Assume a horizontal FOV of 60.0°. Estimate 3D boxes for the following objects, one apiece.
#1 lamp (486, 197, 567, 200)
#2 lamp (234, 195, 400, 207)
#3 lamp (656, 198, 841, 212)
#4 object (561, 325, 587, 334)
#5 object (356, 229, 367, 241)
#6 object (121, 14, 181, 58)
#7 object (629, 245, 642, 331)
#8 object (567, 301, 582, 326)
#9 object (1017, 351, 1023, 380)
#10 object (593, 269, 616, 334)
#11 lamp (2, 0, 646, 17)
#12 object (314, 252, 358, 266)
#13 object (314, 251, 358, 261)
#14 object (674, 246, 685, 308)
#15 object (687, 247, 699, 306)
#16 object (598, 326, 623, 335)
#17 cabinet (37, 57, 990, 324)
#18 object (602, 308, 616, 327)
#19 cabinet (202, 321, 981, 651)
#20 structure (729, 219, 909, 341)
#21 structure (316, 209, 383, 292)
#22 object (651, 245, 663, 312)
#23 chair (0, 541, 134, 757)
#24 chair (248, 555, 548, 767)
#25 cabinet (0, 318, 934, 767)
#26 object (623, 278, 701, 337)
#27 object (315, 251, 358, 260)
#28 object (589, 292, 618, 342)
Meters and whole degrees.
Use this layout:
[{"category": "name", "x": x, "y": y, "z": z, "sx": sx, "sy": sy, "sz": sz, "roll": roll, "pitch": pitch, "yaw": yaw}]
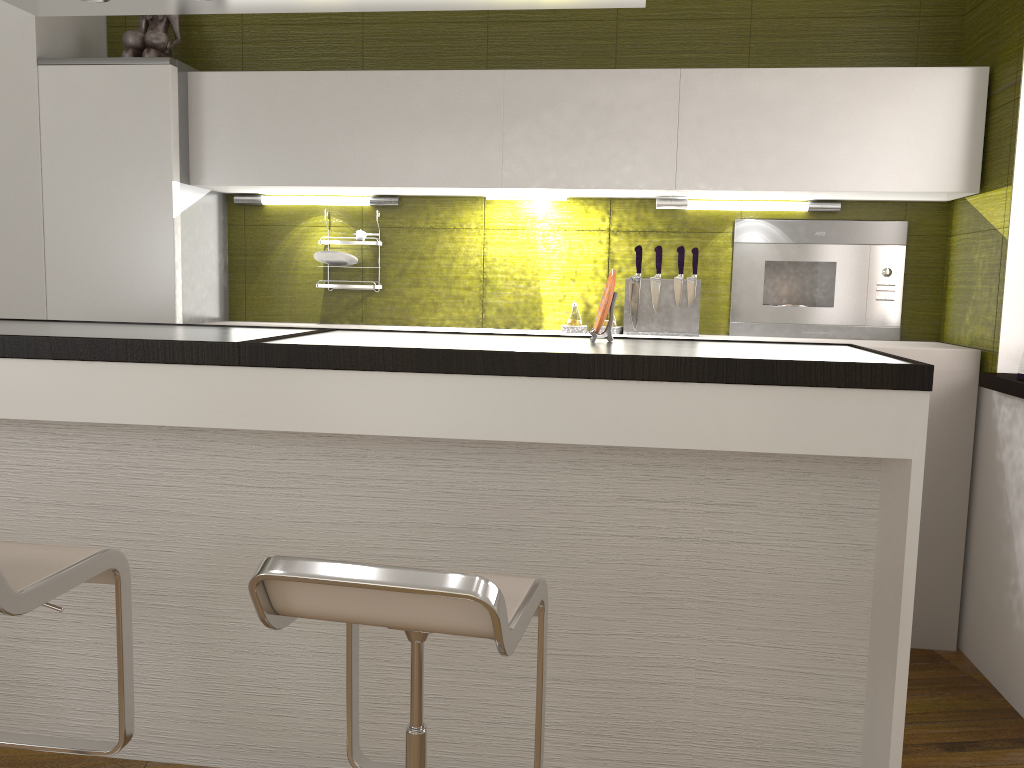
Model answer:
[{"category": "lamp", "x": 0.059, "y": -0.762, "z": 3.652, "sx": 0.334, "sy": 0.008, "sz": 0.008, "roll": 2, "pitch": 7, "yaw": 7}, {"category": "lamp", "x": -0.826, "y": -0.774, "z": 3.748, "sx": 0.715, "sy": 0.041, "sz": 0.041, "roll": 2, "pitch": 7, "yaw": 7}, {"category": "lamp", "x": 0.931, "y": -0.706, "z": 3.505, "sx": 0.716, "sy": 0.041, "sz": 0.095, "roll": 2, "pitch": 7, "yaw": 7}, {"category": "object", "x": 0.250, "y": -0.220, "z": 3.572, "sx": 0.107, "sy": 0.032, "sz": 0.107, "roll": 2, "pitch": 7, "yaw": 7}, {"category": "object", "x": -0.632, "y": -0.620, "z": 3.712, "sx": 0.046, "sy": 0.053, "sz": 0.051, "roll": 6, "pitch": 8, "yaw": 38}, {"category": "object", "x": -1.452, "y": -1.502, "z": 3.585, "sx": 0.195, "sy": 0.488, "sz": 0.304, "roll": 2, "pitch": 7, "yaw": 5}, {"category": "object", "x": 0.485, "y": -0.376, "z": 3.492, "sx": 0.046, "sy": 0.339, "sz": 0.013, "roll": 2, "pitch": 7, "yaw": 7}, {"category": "object", "x": 0.252, "y": -0.274, "z": 3.565, "sx": 0.059, "sy": 0.121, "sz": 0.059, "roll": -4, "pitch": 8, "yaw": -37}, {"category": "object", "x": 1.616, "y": -0.095, "z": 2.726, "sx": 0.057, "sy": 0.169, "sz": 0.106, "roll": 1, "pitch": 7, "yaw": 1}, {"category": "object", "x": 0.246, "y": -0.217, "z": 2.356, "sx": 0.055, "sy": 0.178, "sz": 0.184, "roll": 2, "pitch": 7, "yaw": 3}, {"category": "lamp", "x": -0.503, "y": -1.311, "z": 2.168, "sx": 1.677, "sy": 0.683, "sz": 0.326, "roll": 2, "pitch": 7, "yaw": 7}, {"category": "object", "x": -0.734, "y": -0.519, "z": 3.691, "sx": 0.181, "sy": 0.052, "sz": 0.173, "roll": 2, "pitch": 7, "yaw": 7}, {"category": "object", "x": -0.733, "y": -0.522, "z": 3.692, "sx": 0.181, "sy": 0.052, "sz": 0.173, "roll": 2, "pitch": 7, "yaw": 7}, {"category": "object", "x": 0.653, "y": -0.418, "z": 3.466, "sx": 0.036, "sy": 0.243, "sz": 0.013, "roll": 2, "pitch": 7, "yaw": 7}, {"category": "object", "x": 0.703, "y": -0.417, "z": 3.459, "sx": 0.040, "sy": 0.231, "sz": 0.013, "roll": 2, "pitch": 7, "yaw": 7}, {"category": "object", "x": 0.389, "y": -0.216, "z": 3.567, "sx": 0.107, "sy": 0.032, "sz": 0.107, "roll": 4, "pitch": 7, "yaw": 19}, {"category": "cabinet", "x": -0.058, "y": -0.179, "z": 3.627, "sx": 3.471, "sy": 2.089, "sz": 0.724, "roll": 2, "pitch": 7, "yaw": 7}, {"category": "object", "x": 0.390, "y": -0.271, "z": 3.561, "sx": 0.059, "sy": 0.121, "sz": 0.059, "roll": -2, "pitch": 7, "yaw": -26}, {"category": "cabinet", "x": 0.179, "y": 0.343, "z": 3.531, "sx": 2.940, "sy": 1.086, "sz": 0.465, "roll": 2, "pitch": 7, "yaw": 7}, {"category": "structure", "x": 1.217, "y": -0.413, "z": 3.536, "sx": 0.663, "sy": 0.469, "sz": 0.015, "roll": 2, "pitch": 7, "yaw": 7}, {"category": "structure", "x": -0.679, "y": -0.560, "z": 3.714, "sx": 0.266, "sy": 0.346, "sz": 0.110, "roll": 2, "pitch": 7, "yaw": 7}, {"category": "object", "x": 0.565, "y": -0.411, "z": 3.478, "sx": 0.042, "sy": 0.264, "sz": 0.013, "roll": 2, "pitch": 7, "yaw": 7}, {"category": "chair", "x": -1.016, "y": 0.643, "z": 1.671, "sx": 0.418, "sy": 0.857, "sz": 0.460, "roll": 2, "pitch": 7, "yaw": 7}, {"category": "chair", "x": -0.176, "y": 0.674, "z": 1.570, "sx": 0.418, "sy": 0.857, "sz": 0.460, "roll": 3, "pitch": 7, "yaw": 12}, {"category": "cabinet", "x": -0.580, "y": 0.435, "z": 2.360, "sx": 2.947, "sy": 1.134, "sz": 0.663, "roll": 2, "pitch": 7, "yaw": 7}, {"category": "object", "x": 0.594, "y": -0.304, "z": 3.527, "sx": 0.293, "sy": 0.227, "sz": 0.107, "roll": 2, "pitch": 7, "yaw": 7}, {"category": "object", "x": -0.733, "y": -0.525, "z": 3.693, "sx": 0.181, "sy": 0.052, "sz": 0.173, "roll": 2, "pitch": 7, "yaw": 7}, {"category": "object", "x": 0.244, "y": -0.179, "z": 2.359, "sx": 0.072, "sy": 0.131, "sz": 0.088, "roll": 2, "pitch": 7, "yaw": 2}]
